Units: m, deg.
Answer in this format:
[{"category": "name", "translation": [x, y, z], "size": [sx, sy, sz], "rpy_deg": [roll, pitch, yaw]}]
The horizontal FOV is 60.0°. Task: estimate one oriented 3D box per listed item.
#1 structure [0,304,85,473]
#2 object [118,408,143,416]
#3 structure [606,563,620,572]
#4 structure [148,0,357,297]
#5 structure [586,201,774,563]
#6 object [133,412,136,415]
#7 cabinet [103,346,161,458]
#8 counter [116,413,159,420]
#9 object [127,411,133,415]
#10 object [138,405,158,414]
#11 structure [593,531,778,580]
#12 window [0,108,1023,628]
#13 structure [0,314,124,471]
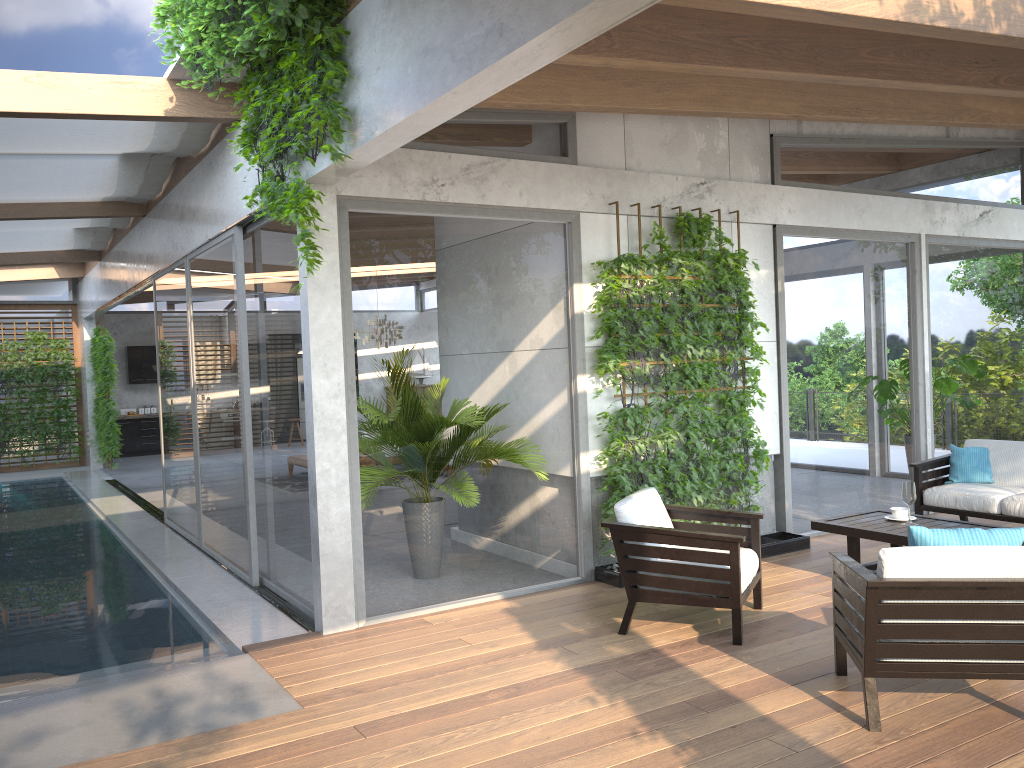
[{"category": "structure", "translation": [-10.063, 0.118, 15.813], "size": [4.313, 3.079, 0.085], "rpy_deg": [-3, 2, -31]}, {"category": "object", "translation": [-8.003, 0.592, 18.600], "size": [0.381, 0.134, 0.590], "rpy_deg": [-4, 2, -43]}, {"category": "structure", "translation": [1.086, 1.298, 6.505], "size": [0.928, 0.044, 0.231], "rpy_deg": [-3, 2, -31]}, {"category": "structure", "translation": [-1.461, -1.487, 5.026], "size": [0.918, 2.054, 1.822], "rpy_deg": [-3, 2, -34]}, {"category": "structure", "translation": [1.322, -0.008, 6.711], "size": [1.851, 2.669, 0.500], "rpy_deg": [-3, 2, -31]}, {"category": "object", "translation": [-7.878, 0.612, 18.495], "size": [0.083, 0.057, 0.072], "rpy_deg": [-1, 2, 35]}, {"category": "cabinet", "translation": [-6.192, 0.160, 19.701], "size": [5.901, 2.502, 0.709], "rpy_deg": [-3, 2, -33]}, {"category": "counter", "translation": [-7.056, 0.639, 19.151], "size": [3.805, 0.061, 0.607], "rpy_deg": [-3, 2, -31]}, {"category": "object", "translation": [-7.936, 0.602, 18.435], "size": [0.086, 0.087, 0.090], "rpy_deg": [-1, 2, 36]}, {"category": "object", "translation": [-7.791, 0.542, 18.952], "size": [0.405, 0.200, 0.147], "rpy_deg": [-3, 2, -30]}, {"category": "structure", "translation": [0.839, 1.113, 7.850], "size": [2.012, 0.595, 2.203], "rpy_deg": [-3, 2, -31]}, {"category": "window", "translation": [-2.773, -0.454, 13.504], "size": [14.294, 3.764, 23.280], "rpy_deg": [-3, 2, -31]}, {"category": "structure", "translation": [-7.243, 0.227, 11.875], "size": [2.739, 2.687, 10.282], "rpy_deg": [-3, 1, -14]}]
